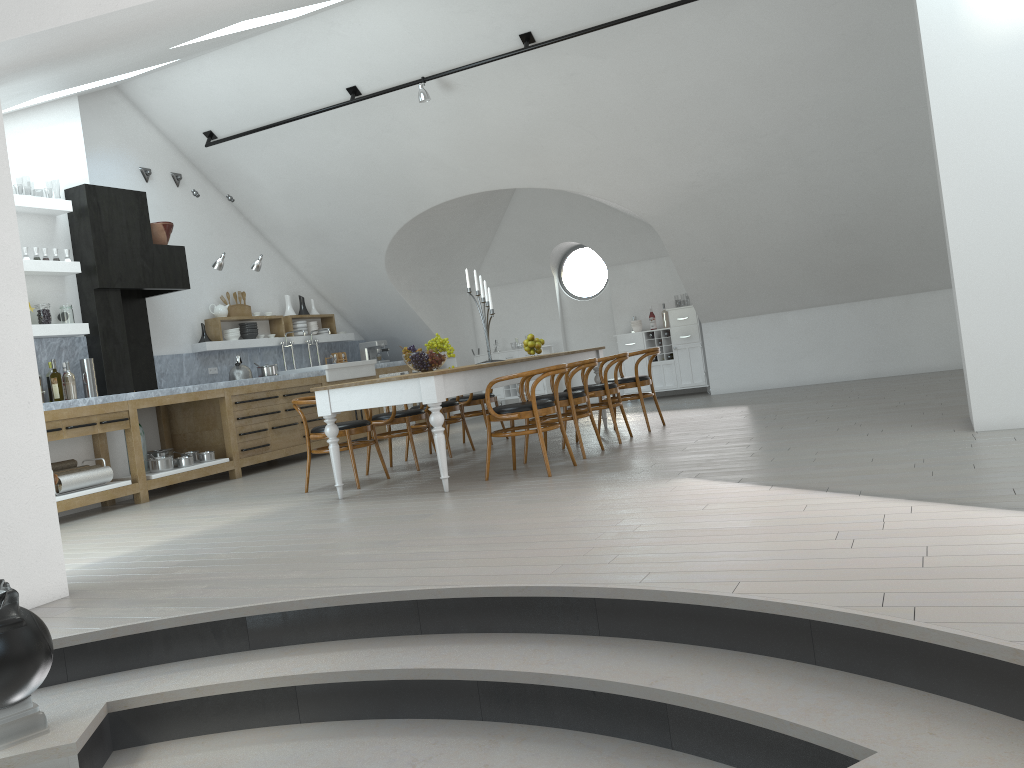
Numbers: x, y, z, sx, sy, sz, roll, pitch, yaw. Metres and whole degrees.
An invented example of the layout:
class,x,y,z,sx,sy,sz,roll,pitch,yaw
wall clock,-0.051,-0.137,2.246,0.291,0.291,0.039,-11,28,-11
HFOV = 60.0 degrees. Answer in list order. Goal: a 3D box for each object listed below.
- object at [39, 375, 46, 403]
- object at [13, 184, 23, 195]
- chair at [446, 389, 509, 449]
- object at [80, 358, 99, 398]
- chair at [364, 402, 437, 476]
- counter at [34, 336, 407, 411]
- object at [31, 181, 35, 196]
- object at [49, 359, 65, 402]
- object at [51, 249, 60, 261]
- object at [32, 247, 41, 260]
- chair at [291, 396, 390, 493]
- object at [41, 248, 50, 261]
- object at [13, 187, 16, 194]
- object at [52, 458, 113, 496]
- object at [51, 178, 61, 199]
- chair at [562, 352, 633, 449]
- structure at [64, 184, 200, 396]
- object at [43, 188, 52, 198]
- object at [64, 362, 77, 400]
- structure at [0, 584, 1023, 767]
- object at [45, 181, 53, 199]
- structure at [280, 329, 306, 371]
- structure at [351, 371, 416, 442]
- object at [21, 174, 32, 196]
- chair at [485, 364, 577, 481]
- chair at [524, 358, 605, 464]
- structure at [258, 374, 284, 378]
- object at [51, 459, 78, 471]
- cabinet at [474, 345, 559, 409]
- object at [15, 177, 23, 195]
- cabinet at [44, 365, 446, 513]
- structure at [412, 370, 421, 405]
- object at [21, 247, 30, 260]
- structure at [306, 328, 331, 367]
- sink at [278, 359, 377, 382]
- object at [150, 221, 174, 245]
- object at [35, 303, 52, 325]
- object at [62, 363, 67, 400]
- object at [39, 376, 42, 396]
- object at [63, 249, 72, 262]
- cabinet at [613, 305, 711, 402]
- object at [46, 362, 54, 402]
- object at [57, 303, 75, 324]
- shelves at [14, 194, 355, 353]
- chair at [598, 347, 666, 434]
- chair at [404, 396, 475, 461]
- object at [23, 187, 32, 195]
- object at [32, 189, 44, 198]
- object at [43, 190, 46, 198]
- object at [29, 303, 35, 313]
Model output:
class,x,y,z,sx,sy,sz,roll,pitch,yaw
object,-3.917,0.031,7.214,0.184,0.286,0.183,-8,1,-40
object,-4.086,-1.598,7.341,0.071,0.098,0.071,-8,1,-10
chair,-0.441,0.247,8.910,0.620,0.735,0.528,-7,1,22
object,-3.661,-0.047,7.649,0.114,0.339,0.164,-8,0,29
chair,-1.012,0.369,7.577,0.620,0.735,0.528,-7,1,22
counter,-2.846,-0.307,9.868,0.960,0.619,6.588,-7,2,26
object,-4.094,-1.640,7.555,0.048,0.169,0.048,-8,0,33
object,-3.719,-0.025,7.233,0.092,0.359,0.092,-8,0,-21
object,-3.920,-1.102,7.617,0.063,0.124,0.068,-8,1,19
object,-3.995,-1.086,7.445,0.063,0.124,0.068,-8,1,19
chair,-1.374,0.439,6.949,0.620,0.735,0.528,-7,1,25
object,-3.968,-1.093,7.536,0.063,0.124,0.068,-8,1,19
object,-4.172,-1.585,7.371,0.095,0.093,0.093,-8,1,-32
object,-3.657,0.773,7.322,0.428,0.231,0.528,-7,2,23
object,-3.930,-1.674,7.649,0.063,0.187,0.063,-8,0,-6
chair,0.727,0.133,7.495,0.620,0.735,0.528,-7,1,21
structure,-3.710,-0.844,8.443,0.779,1.884,1.077,-8,1,26
object,-3.968,-1.623,7.592,0.071,0.098,0.071,-8,1,-10
object,-3.714,-0.023,7.446,0.085,0.331,0.085,-8,0,34
structure,-0.905,1.279,1.206,4.715,0.693,4.705,-8,2,-19
object,-3.992,-1.662,7.659,0.054,0.179,0.054,-8,0,2
structure,-2.590,-0.377,10.679,0.332,0.530,0.214,-8,0,6
structure,-1.731,0.296,11.582,0.597,0.822,0.725,-7,1,26
object,-4.048,-1.650,7.398,0.063,0.187,0.063,-8,0,-6
chair,0.131,0.258,6.170,0.620,0.735,0.528,-7,1,29
chair,0.404,0.199,6.844,0.620,0.735,0.528,-7,1,26
structure,-2.857,-0.031,9.609,0.646,0.041,0.739,-7,2,26
object,-3.713,0.688,7.254,0.103,0.102,0.292,-7,2,23
cabinet,0.067,-0.089,12.557,1.133,0.789,0.497,-7,1,25
object,-4.110,-1.638,7.408,0.054,0.179,0.054,-8,0,2
cabinet,-2.746,0.509,9.794,1.002,1.022,6.440,-7,2,26
structure,-1.419,0.135,12.262,0.630,0.636,0.633,-7,1,26
object,-4.045,-1.077,7.374,0.063,0.124,0.068,-8,1,19
structure,-2.382,-0.420,11.120,0.332,0.530,0.214,-8,0,6
sink,-2.209,-0.127,10.747,0.726,0.202,1.023,-7,2,26
object,-3.497,-1.444,8.697,0.365,0.236,0.349,-7,2,43
object,-3.939,-0.583,7.456,0.120,0.183,0.120,-7,1,41
object,-3.782,-0.018,7.533,0.081,0.329,0.081,-8,0,-37
object,-3.800,-0.005,7.053,0.092,0.359,0.092,-8,0,-30
object,-3.873,-1.112,7.718,0.063,0.124,0.068,-8,1,19
cabinet,2.043,-0.403,11.815,1.240,1.154,0.611,-7,1,25
object,-3.794,-0.014,7.325,0.091,0.339,0.092,-8,0,44
object,-3.849,-0.599,7.652,0.103,0.178,0.207,-8,1,-42
shelves,-3.371,-1.034,9.502,0.479,1.361,5.559,-8,2,20
chair,1.095,0.062,8.118,0.620,0.735,0.528,-7,1,28
chair,-0.757,0.312,8.261,0.620,0.735,0.528,-7,1,29
object,-4.089,-1.606,7.474,0.082,0.105,0.081,-8,1,-6
object,-4.026,-1.606,7.534,0.077,0.085,0.077,-8,1,-32
object,-4.054,-1.609,7.622,0.095,0.093,0.093,-8,1,-32
object,-4.023,-0.573,7.275,0.128,0.199,0.163,-8,1,20
